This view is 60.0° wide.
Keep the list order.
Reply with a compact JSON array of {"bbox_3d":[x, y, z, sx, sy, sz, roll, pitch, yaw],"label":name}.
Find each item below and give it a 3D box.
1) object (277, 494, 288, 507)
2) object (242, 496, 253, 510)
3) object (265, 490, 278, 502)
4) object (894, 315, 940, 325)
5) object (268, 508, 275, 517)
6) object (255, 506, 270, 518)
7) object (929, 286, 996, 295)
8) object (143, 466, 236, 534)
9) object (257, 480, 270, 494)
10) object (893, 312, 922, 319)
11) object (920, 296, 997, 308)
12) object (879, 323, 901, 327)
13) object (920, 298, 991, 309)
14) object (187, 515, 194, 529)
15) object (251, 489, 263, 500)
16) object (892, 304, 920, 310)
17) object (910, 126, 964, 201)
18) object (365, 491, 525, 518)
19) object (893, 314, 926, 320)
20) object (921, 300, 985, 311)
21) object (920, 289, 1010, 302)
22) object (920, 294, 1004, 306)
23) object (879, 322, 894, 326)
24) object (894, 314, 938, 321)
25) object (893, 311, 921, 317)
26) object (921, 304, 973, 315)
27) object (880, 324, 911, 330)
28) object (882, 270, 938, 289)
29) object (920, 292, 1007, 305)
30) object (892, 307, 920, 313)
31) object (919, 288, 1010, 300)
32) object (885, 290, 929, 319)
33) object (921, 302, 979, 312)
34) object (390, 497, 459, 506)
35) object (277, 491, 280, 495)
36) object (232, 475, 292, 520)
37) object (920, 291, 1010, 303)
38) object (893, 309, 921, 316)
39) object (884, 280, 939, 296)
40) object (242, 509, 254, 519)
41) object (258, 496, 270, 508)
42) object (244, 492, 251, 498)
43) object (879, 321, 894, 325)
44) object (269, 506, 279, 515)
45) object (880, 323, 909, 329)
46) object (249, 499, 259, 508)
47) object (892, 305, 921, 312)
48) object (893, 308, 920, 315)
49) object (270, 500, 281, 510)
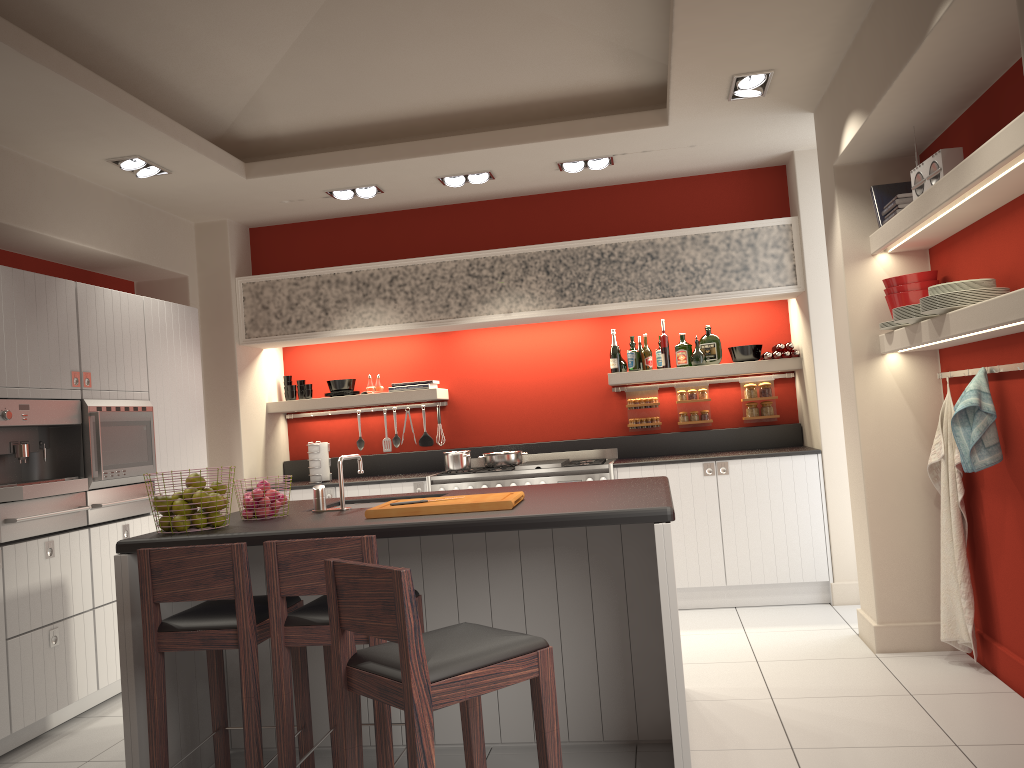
[{"bbox_3d":[-0.997,0.502,3.826,0.055,0.056,0.055,-5,-3,19],"label":"object"},{"bbox_3d":[-1.107,0.503,3.744,0.059,0.059,0.060,-5,-3,21],"label":"object"},{"bbox_3d":[-1.017,0.472,3.753,0.051,0.055,0.056,-6,-3,23],"label":"object"},{"bbox_3d":[1.938,-0.294,4.076,0.339,0.020,0.339,-5,-2,8],"label":"object"},{"bbox_3d":[-1.033,0.547,3.785,0.040,0.039,0.039,-3,-3,-32],"label":"object"},{"bbox_3d":[-1.051,0.536,3.735,0.062,0.057,0.061,-5,-3,9],"label":"object"},{"bbox_3d":[1.887,-0.383,3.716,0.255,0.015,0.255,-4,-2,-10],"label":"object"},{"bbox_3d":[-1.257,0.453,3.478,0.341,0.232,0.341,-7,-3,42],"label":"object"},{"bbox_3d":[-1.056,0.438,3.769,0.056,0.058,0.056,-3,-3,-36],"label":"object"},{"bbox_3d":[1.936,-0.314,4.077,0.339,0.020,0.339,-5,-2,8],"label":"object"},{"bbox_3d":[1.888,-0.332,3.697,0.339,0.020,0.339,-5,-2,12],"label":"object"},{"bbox_3d":[2.035,-0.299,4.471,0.339,0.020,0.339,-5,-2,12],"label":"object"},{"bbox_3d":[1.888,-0.325,3.696,0.339,0.020,0.339,-5,-2,12],"label":"object"},{"bbox_3d":[-1.272,0.543,3.491,0.055,0.054,0.053,-5,-3,13],"label":"object"},{"bbox_3d":[-1.065,0.461,3.706,0.048,0.046,0.048,-3,-3,-35],"label":"object"},{"bbox_3d":[1.933,-0.352,4.079,0.339,0.020,0.339,-5,-2,8],"label":"object"},{"bbox_3d":[1.847,-1.000,3.882,0.097,0.369,0.342,-5,-3,4],"label":"object"},{"bbox_3d":[-0.254,0.478,3.519,0.570,0.033,0.372,-5,-2,7],"label":"object"},{"bbox_3d":[1.937,-0.307,4.077,0.339,0.020,0.339,-5,-2,8],"label":"object"},{"bbox_3d":[1.889,-0.319,3.696,0.339,0.020,0.339,-5,-2,12],"label":"object"},{"bbox_3d":[1.886,-0.358,3.698,0.339,0.020,0.339,-5,-2,12],"label":"object"},{"bbox_3d":[1.887,-0.338,3.697,0.339,0.020,0.339,-5,-2,12],"label":"object"},{"bbox_3d":[2.034,-0.305,4.471,0.339,0.020,0.339,-5,-2,12],"label":"object"},{"bbox_3d":[1.937,-0.301,4.077,0.339,0.020,0.339,-5,-2,8],"label":"object"},{"bbox_3d":[1.936,-0.320,4.078,0.339,0.020,0.339,-5,-2,8],"label":"object"},{"bbox_3d":[1.890,-0.306,3.695,0.339,0.020,0.339,-5,-2,12],"label":"object"},{"bbox_3d":[2.036,-0.286,4.470,0.339,0.020,0.339,-5,-2,12],"label":"object"},{"bbox_3d":[2.014,-0.478,4.475,0.260,0.161,0.260,-3,-3,-24],"label":"object"},{"bbox_3d":[1.887,-0.345,3.697,0.339,0.020,0.339,-5,-2,12],"label":"object"},{"bbox_3d":[1.934,-0.339,4.078,0.339,0.020,0.339,-5,-2,8],"label":"object"},{"bbox_3d":[1.885,-0.364,3.698,0.339,0.020,0.339,-5,-2,12],"label":"object"},{"bbox_3d":[2.028,-0.384,4.475,0.260,0.146,0.260,-5,-2,13],"label":"object"},{"bbox_3d":[1.889,-0.312,3.696,0.339,0.020,0.339,-5,-2,12],"label":"object"},{"bbox_3d":[-0.335,0.462,3.510,0.302,0.010,0.035,-4,-3,-21],"label":"object"},{"bbox_3d":[-1.036,0.491,3.857,0.056,0.050,0.055,-2,-3,-43],"label":"object"},{"bbox_3d":[-1.058,0.485,3.785,0.248,0.168,0.247,-4,-2,-3],"label":"object"},{"bbox_3d":[1.886,-0.351,3.697,0.339,0.020,0.339,-5,-2,12],"label":"object"},{"bbox_3d":[1.935,-0.326,4.078,0.339,0.020,0.339,-5,-2,8],"label":"object"},{"bbox_3d":[2.022,-0.428,4.476,0.260,0.159,0.260,-4,-2,-10],"label":"object"},{"bbox_3d":[-1.113,0.546,3.740,0.050,0.049,0.049,-3,-3,-25],"label":"object"},{"bbox_3d":[-1.036,0.494,3.711,0.048,0.046,0.048,-3,-3,-32],"label":"object"},{"bbox_3d":[-1.124,0.488,3.787,0.049,0.049,0.048,-5,-3,16],"label":"object"},{"bbox_3d":[2.034,-0.312,4.471,0.339,0.020,0.339,-5,-2,12],"label":"object"},{"bbox_3d":[-1.035,0.544,3.847,0.050,0.049,0.049,-3,-3,-25],"label":"object"},{"bbox_3d":[2.035,-0.292,4.470,0.339,0.020,0.339,-5,-2,12],"label":"object"},{"bbox_3d":[-1.081,0.501,3.709,0.041,0.041,0.040,-2,-3,-44],"label":"object"},{"bbox_3d":[1.934,-0.346,4.079,0.339,0.020,0.339,-5,-2,8],"label":"object"},{"bbox_3d":[1.935,-0.333,4.078,0.339,0.020,0.339,-5,-2,8],"label":"object"},{"bbox_3d":[-1.004,0.514,3.768,0.046,0.043,0.046,-2,-3,-41],"label":"object"}]
